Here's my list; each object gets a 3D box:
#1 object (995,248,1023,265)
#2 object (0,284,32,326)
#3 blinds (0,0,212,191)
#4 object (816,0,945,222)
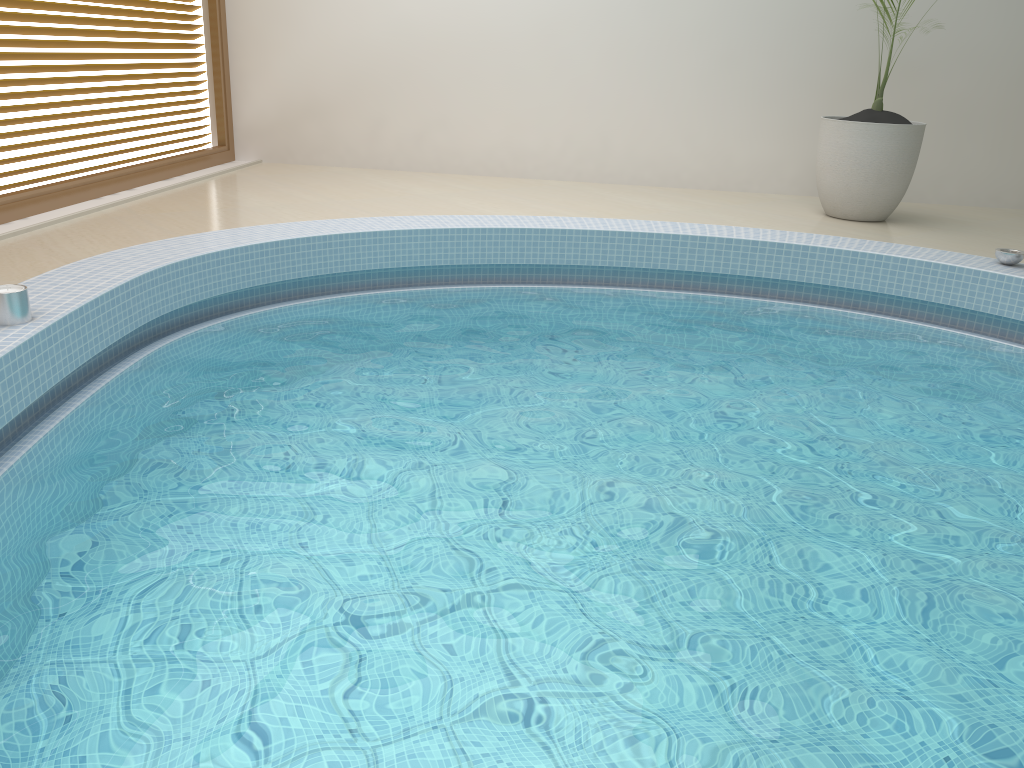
[{"bbox_3d":[2.492,-0.632,4.444,0.140,0.069,0.140,-7,23,-23],"label":"object"},{"bbox_3d":[-1.628,-0.257,2.874,0.115,0.107,0.115,-11,25,-33],"label":"object"},{"bbox_3d":[-2.776,-2.533,4.940,0.095,2.921,4.414,5,21,5],"label":"blinds"},{"bbox_3d":[2.598,-2.497,5.510,2.979,2.960,2.729,-9,23,-28],"label":"object"}]
